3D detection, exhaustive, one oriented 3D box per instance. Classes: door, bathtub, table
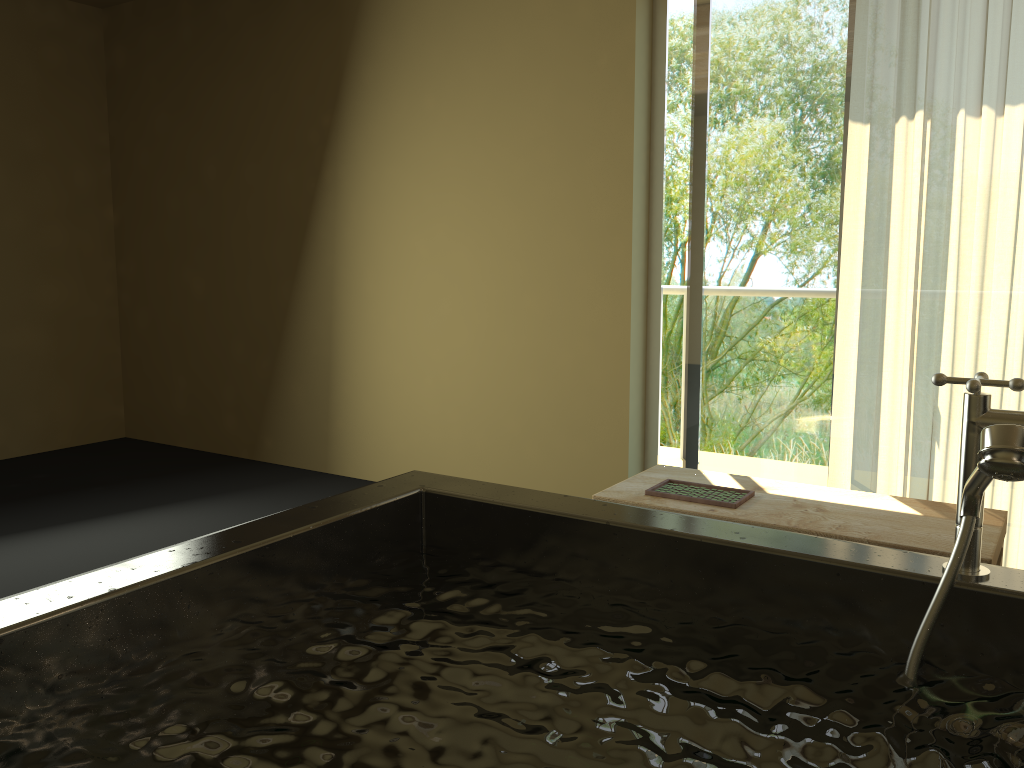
[{"bbox_3d":[1.028,-0.507,3.549,1.038,2.329,0.063,4,8,31],"label":"door"},{"bbox_3d":[0.424,0.423,0.641,2.133,1.160,1.069,5,9,33],"label":"bathtub"},{"bbox_3d":[0.863,0.562,2.734,1.125,0.399,0.514,5,9,33],"label":"table"}]

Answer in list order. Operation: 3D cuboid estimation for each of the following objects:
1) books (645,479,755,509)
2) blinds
[{"bbox_3d":[0.592,0.344,2.798,0.294,0.014,0.182,5,9,33],"label":"books"},{"bbox_3d":[1.959,-0.545,2.673,1.945,2.575,0.064,5,8,32],"label":"blinds"}]
